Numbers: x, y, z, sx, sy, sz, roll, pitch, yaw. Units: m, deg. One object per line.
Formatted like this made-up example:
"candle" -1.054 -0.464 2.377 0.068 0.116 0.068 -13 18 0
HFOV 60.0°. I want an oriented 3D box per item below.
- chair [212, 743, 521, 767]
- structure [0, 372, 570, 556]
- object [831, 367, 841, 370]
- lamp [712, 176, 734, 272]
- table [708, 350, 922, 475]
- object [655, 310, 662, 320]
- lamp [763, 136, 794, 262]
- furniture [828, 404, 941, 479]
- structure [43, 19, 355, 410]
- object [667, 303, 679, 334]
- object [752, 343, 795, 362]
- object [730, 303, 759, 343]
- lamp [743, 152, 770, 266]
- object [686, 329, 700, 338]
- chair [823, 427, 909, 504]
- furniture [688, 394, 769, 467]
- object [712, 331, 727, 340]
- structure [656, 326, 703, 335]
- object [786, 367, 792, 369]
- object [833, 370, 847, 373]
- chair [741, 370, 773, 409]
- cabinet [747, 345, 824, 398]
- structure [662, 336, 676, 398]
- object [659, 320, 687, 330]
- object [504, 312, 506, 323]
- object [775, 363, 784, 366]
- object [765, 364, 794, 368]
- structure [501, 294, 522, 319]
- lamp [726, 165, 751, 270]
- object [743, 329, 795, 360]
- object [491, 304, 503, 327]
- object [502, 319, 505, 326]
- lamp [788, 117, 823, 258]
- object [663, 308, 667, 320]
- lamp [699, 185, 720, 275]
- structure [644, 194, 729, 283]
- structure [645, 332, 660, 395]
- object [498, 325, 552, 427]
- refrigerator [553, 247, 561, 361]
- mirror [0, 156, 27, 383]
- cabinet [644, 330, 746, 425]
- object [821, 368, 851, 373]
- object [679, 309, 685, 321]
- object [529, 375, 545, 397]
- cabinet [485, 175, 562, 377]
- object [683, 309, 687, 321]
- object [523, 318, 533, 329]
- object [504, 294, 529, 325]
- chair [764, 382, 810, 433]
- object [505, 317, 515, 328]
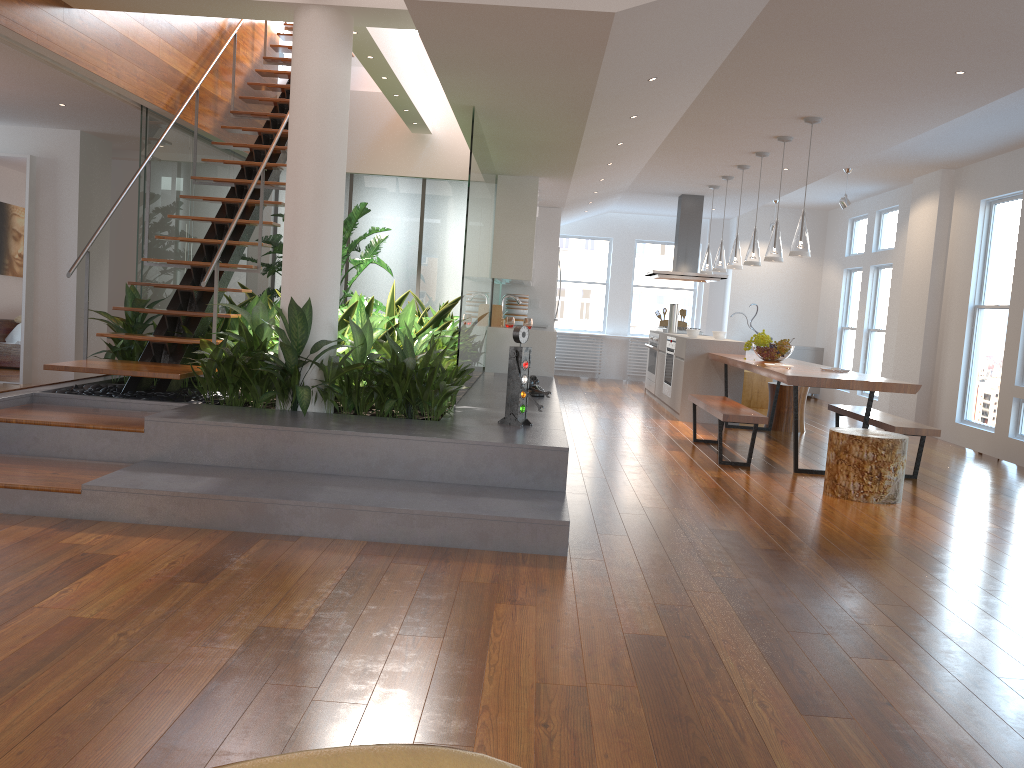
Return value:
"chair" 0.067 0.674 0.235 0.856 0.752 0.867 5 5 7
"structure" -1.209 0.199 6.557 3.088 0.386 5.584 4 5 1
"object" 2.489 -0.110 6.811 0.070 0.030 0.079 -1 7 -45
"lamp" 2.227 -1.711 9.321 0.160 1.060 0.160 7 6 28
"table" 2.327 0.061 8.878 0.893 0.704 5.996 4 5 1
"object" 1.953 -0.835 11.592 0.199 0.259 0.016 5 5 12
"lamp" 2.162 -1.521 7.161 0.160 1.060 0.160 7 6 28
"furniture" 2.827 0.437 6.883 0.316 0.389 1.433 4 5 1
"structure" -1.256 -1.947 7.035 2.552 4.265 4.591 4 5 1
"object" 1.954 -0.789 10.681 0.172 0.356 0.120 0 7 -40
"object" 2.300 -0.272 7.830 0.360 0.159 0.360 0 6 -35
"object" 3.434 -0.880 12.784 0.590 0.563 0.210 1 6 -27
"lamp" 2.183 -1.584 7.881 0.160 1.060 0.160 7 6 28
"object" 1.893 -0.529 9.282 0.152 0.082 0.152 8 7 40
"chair" 2.216 0.504 5.563 0.460 0.400 0.460 5 5 11
"furniture" 1.637 0.352 6.912 0.316 0.389 1.433 4 5 1
"object" 2.138 -0.500 9.153 0.152 0.082 0.152 0 7 -38
"structure" 2.100 -0.678 11.146 0.520 0.073 0.650 4 5 1
"object" 2.051 -0.124 6.736 0.149 0.014 0.044 4 5 0
"object" 2.498 -0.094 6.706 0.158 0.017 0.019 4 5 -4
"chair" 2.981 0.056 10.954 0.344 0.430 0.549 4 5 5
"cabinet" 3.774 -0.216 12.876 1.309 0.725 0.420 4 5 1
"structure" 1.742 -0.193 9.770 0.072 0.648 0.644 4 5 1
"object" 2.103 -0.761 11.586 0.353 0.157 0.084 4 5 1
"object" 0.025 -0.826 10.801 0.265 0.196 0.284 9 7 43
"object" 2.070 -0.144 6.869 0.070 0.030 0.079 0 6 -35
"object" 2.069 -0.138 6.869 0.222 0.020 0.222 9 7 42
"structure" -0.027 -0.733 9.866 0.248 0.536 0.115 4 5 1
"lamp" 2.205 -1.648 8.601 0.160 1.060 0.160 7 6 28
"object" 2.279 -0.338 7.839 0.394 0.284 0.292 0 6 -34
"object" -0.151 -0.705 9.125 0.104 0.222 0.200 4 5 1
"object" -0.132 -0.700 9.374 0.100 0.170 0.173 4 5 3
"lamp" 2.140 -1.458 6.441 0.160 1.060 0.160 7 6 28
"object" 1.991 -0.850 11.592 0.055 0.299 0.027 4 5 1
"lamp" 2.248 -1.775 10.041 0.160 1.060 0.160 7 6 28
"structure" 2.194 -1.997 11.000 0.909 1.405 0.900 4 5 1
"structure" 2.029 -0.257 11.174 0.649 0.735 0.890 4 5 1
"object" 0.092 -0.039 4.950 0.318 0.565 0.134 8 6 37
"refrigerator" 0.253 -0.890 11.599 0.725 1.772 0.908 4 5 1
"mirror" -5.091 -1.074 8.105 1.267 2.044 0.049 4 5 1
"cabinet" 2.040 -0.149 10.271 0.597 0.832 2.936 4 5 1
"object" 2.488 -0.104 6.812 0.222 0.020 0.222 3 5 -7
"object" 2.207 -0.831 11.570 0.068 0.298 0.039 4 5 1
"object" 0.146 0.011 6.676 0.216 0.155 0.181 1 6 -34
"cabinet" 0.191 -1.043 10.841 0.676 2.280 4.565 4 5 1
"object" 2.244 -0.830 11.587 0.057 0.294 0.030 4 5 1
"object" 0.158 -0.600 8.806 0.094 0.106 0.094 5 5 7
"object" 0.053 -0.872 10.409 0.267 0.356 0.266 7 6 27
"chair" 2.709 0.229 8.753 0.396 0.455 0.402 3 5 -9
"object" -0.022 -0.617 8.856 0.094 0.106 0.094 5 5 7
